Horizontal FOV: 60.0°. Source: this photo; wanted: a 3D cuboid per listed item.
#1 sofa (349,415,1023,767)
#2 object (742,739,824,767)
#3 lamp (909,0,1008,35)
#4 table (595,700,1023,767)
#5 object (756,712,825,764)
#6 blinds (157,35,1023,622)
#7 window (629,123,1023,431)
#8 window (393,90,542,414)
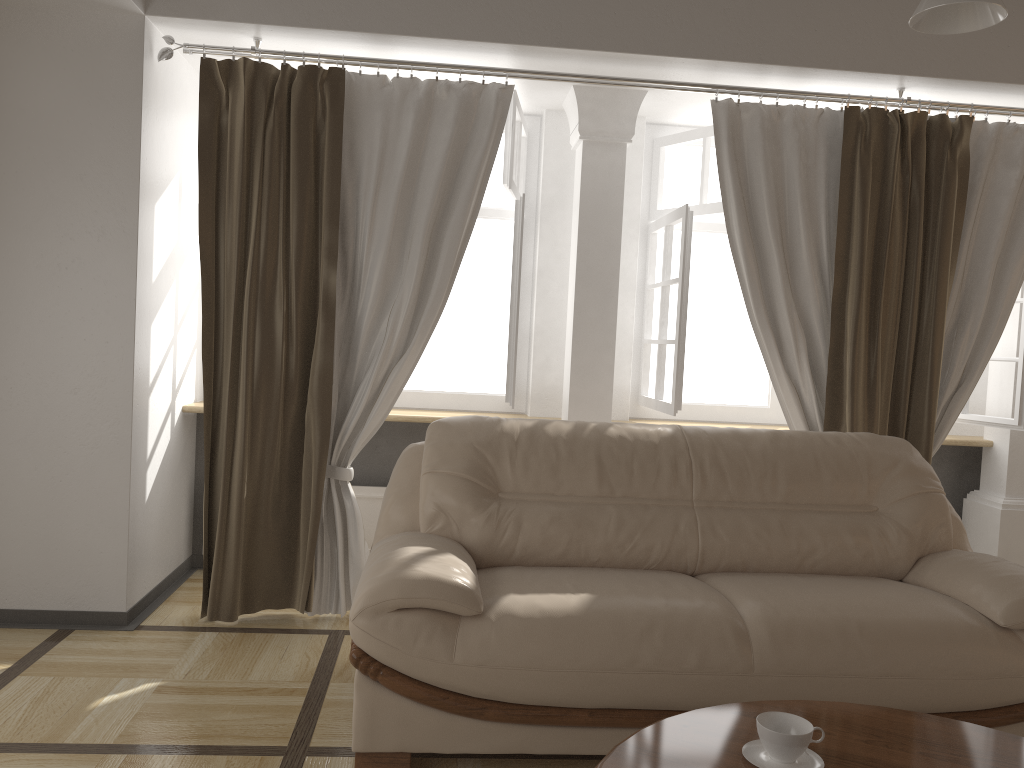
[{"bbox_3d":[0.594,0.611,2.836,2.135,0.900,1.051,3,3,-5],"label":"sofa"},{"bbox_3d":[0.514,0.713,1.686,0.150,0.010,0.150,2,3,-19],"label":"object"},{"bbox_3d":[0.820,-1.216,1.342,0.713,1.094,0.741,3,3,-5],"label":"lamp"},{"bbox_3d":[0.684,0.935,1.441,1.169,0.392,1.167,2,3,-9],"label":"table"},{"bbox_3d":[0.520,0.679,1.688,0.114,0.071,0.105,0,4,-45],"label":"object"},{"bbox_3d":[1.456,-0.091,3.711,5.765,2.294,0.285,3,3,-5],"label":"blinds"},{"bbox_3d":[1.515,-0.513,4.283,1.759,1.500,0.784,3,3,-6],"label":"window"},{"bbox_3d":[-0.658,-0.615,4.088,1.600,1.500,0.781,3,3,-5],"label":"window"}]
